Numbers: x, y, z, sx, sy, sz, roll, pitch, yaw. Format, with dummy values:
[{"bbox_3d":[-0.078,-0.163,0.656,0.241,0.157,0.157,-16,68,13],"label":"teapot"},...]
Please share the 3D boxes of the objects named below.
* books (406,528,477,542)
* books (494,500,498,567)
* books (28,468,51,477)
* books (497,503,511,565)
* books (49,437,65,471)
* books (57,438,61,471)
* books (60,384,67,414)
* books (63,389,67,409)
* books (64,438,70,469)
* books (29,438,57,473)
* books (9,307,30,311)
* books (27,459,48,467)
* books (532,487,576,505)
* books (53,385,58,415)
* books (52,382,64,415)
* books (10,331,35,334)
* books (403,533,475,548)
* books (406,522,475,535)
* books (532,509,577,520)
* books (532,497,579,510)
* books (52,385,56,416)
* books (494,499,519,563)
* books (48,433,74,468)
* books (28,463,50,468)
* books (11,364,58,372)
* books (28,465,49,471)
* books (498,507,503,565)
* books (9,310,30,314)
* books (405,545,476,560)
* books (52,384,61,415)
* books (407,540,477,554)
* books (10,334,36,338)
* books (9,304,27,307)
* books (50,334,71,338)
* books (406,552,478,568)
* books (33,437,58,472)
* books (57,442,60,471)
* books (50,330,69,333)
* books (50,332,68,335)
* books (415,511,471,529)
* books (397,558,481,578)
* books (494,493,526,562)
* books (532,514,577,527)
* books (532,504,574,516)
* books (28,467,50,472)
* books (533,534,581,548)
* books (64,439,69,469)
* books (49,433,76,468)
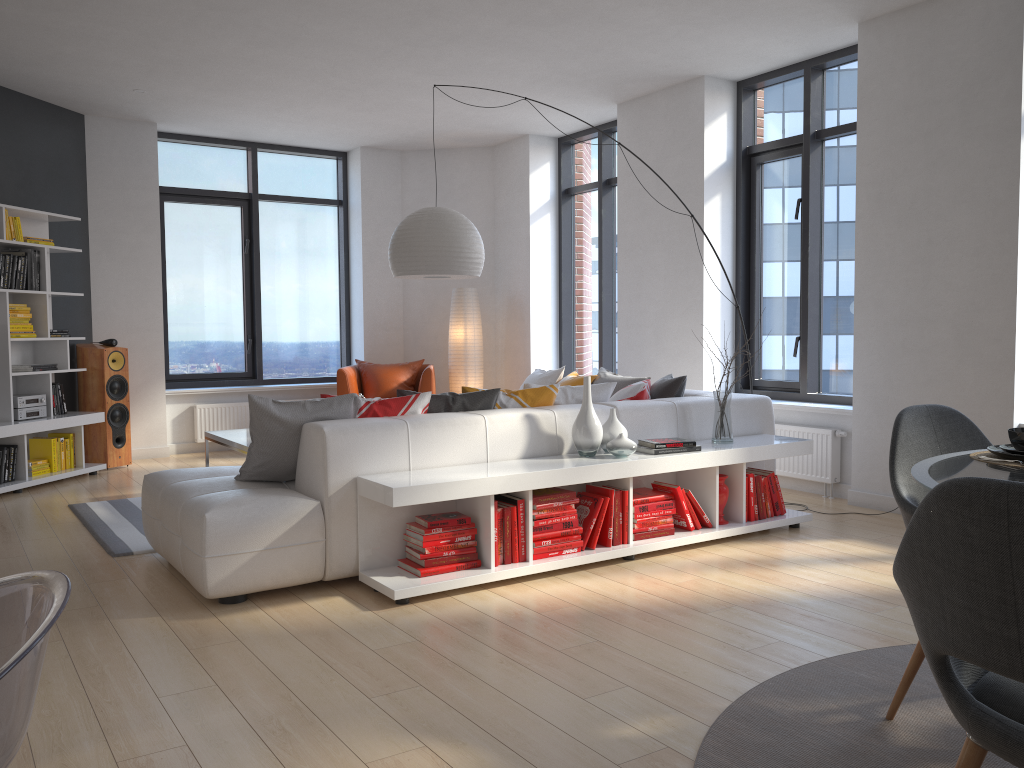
[{"bbox_3d":[-0.315,0.656,3.949,0.269,0.028,0.179,-3,4,-32],"label":"books"},{"bbox_3d":[-0.130,0.663,4.016,0.036,0.294,0.208,-3,4,-33],"label":"books"},{"bbox_3d":[-3.590,0.662,6.646,0.147,0.033,0.190,0,4,12],"label":"books"},{"bbox_3d":[-0.074,0.676,4.057,0.034,0.259,0.207,-3,4,-33],"label":"books"},{"bbox_3d":[-3.552,0.540,6.853,0.185,0.250,0.035,0,4,12],"label":"books"},{"bbox_3d":[-3.560,0.541,6.827,0.180,0.251,0.019,0,4,12],"label":"books"},{"bbox_3d":[-3.596,0.119,6.963,0.177,0.242,0.066,0,4,12],"label":"books"},{"bbox_3d":[-3.620,0.120,7.003,0.179,0.233,0.077,0,4,12],"label":"books"},{"bbox_3d":[-3.538,0.543,6.932,0.172,0.234,0.024,0,4,12],"label":"books"},{"bbox_3d":[-3.574,0.543,6.758,0.198,0.255,0.044,0,4,12],"label":"books"},{"bbox_3d":[-3.727,-0.557,6.578,0.163,0.023,0.223,1,4,16],"label":"books"},{"bbox_3d":[-3.603,0.590,6.642,0.138,0.026,0.186,0,4,12],"label":"books"},{"bbox_3d":[0.137,0.526,4.188,0.259,0.034,0.206,-3,4,-36],"label":"books"},{"bbox_3d":[-3.616,0.127,6.885,0.170,0.236,0.049,0,4,12],"label":"books"},{"bbox_3d":[-3.610,0.115,6.935,0.193,0.255,0.066,0,4,11],"label":"books"},{"bbox_3d":[-3.716,-0.381,6.573,0.203,0.024,0.257,0,4,15],"label":"books"},{"bbox_3d":[-0.326,0.683,3.963,0.261,0.028,0.191,-3,4,-33],"label":"books"},{"bbox_3d":[-0.319,0.631,3.949,0.254,0.025,0.178,-3,4,-34],"label":"books"},{"bbox_3d":[0.158,0.604,4.194,0.236,0.023,0.178,-3,4,-33],"label":"books"},{"bbox_3d":[0.157,0.555,4.193,0.266,0.026,0.187,-3,4,-39],"label":"books"},{"bbox_3d":[-3.628,0.127,6.863,0.189,0.240,0.053,0,4,12],"label":"books"},{"bbox_3d":[-0.037,0.674,4.070,0.042,0.259,0.195,-3,4,-33],"label":"books"},{"bbox_3d":[-3.538,0.524,6.960,0.204,0.270,0.029,0,4,12],"label":"books"},{"bbox_3d":[-3.590,0.610,6.644,0.134,0.014,0.187,0,4,12],"label":"books"},{"bbox_3d":[-3.672,-0.125,6.761,0.250,0.047,0.310,0,3,7],"label":"books"},{"bbox_3d":[-3.576,0.626,6.636,0.113,0.018,0.169,0,4,13],"label":"books"},{"bbox_3d":[-0.102,0.678,4.038,0.031,0.255,0.181,-3,4,-33],"label":"books"},{"bbox_3d":[-3.732,-0.534,6.572,0.160,0.022,0.227,1,4,27],"label":"books"},{"bbox_3d":[-0.318,0.735,3.943,0.266,0.026,0.187,-2,4,-28],"label":"books"},{"bbox_3d":[-3.604,0.122,6.905,0.169,0.242,0.050,0,4,11],"label":"books"},{"bbox_3d":[-0.314,0.709,3.953,0.257,0.025,0.182,-3,4,-33],"label":"books"},{"bbox_3d":[-3.707,-0.355,6.576,0.194,0.028,0.257,1,4,17],"label":"books"},{"bbox_3d":[-3.751,-0.580,6.572,0.163,0.023,0.223,1,4,16],"label":"books"},{"bbox_3d":[-3.590,-0.375,6.925,0.161,0.023,0.213,0,4,15],"label":"books"},{"bbox_3d":[-0.315,0.764,3.957,0.259,0.034,0.206,-2,4,-30],"label":"books"},{"bbox_3d":[-3.570,0.539,6.789,0.199,0.263,0.015,0,4,12],"label":"books"},{"bbox_3d":[-3.546,0.555,6.803,0.156,0.229,0.024,0,4,12],"label":"books"},{"bbox_3d":[-3.608,-0.413,6.927,0.161,0.023,0.213,0,4,15],"label":"books"},{"bbox_3d":[-3.593,-0.394,6.923,0.142,0.015,0.198,0,4,10],"label":"books"},{"bbox_3d":[-0.307,0.604,3.944,0.206,0.029,0.152,-2,4,-27],"label":"books"},{"bbox_3d":[-0.324,0.798,3.943,0.301,0.032,0.227,-3,4,-33],"label":"books"},{"bbox_3d":[-0.011,0.657,4.092,0.049,0.291,0.214,-3,4,-33],"label":"books"},{"bbox_3d":[0.148,0.629,4.195,0.261,0.027,0.191,-3,4,-37],"label":"books"},{"bbox_3d":[0.138,0.581,4.189,0.257,0.025,0.182,-3,4,-33],"label":"books"},{"bbox_3d":[-3.594,0.639,6.646,0.148,0.011,0.196,0,4,12],"label":"books"},{"bbox_3d":[0.164,0.726,4.185,0.266,0.026,0.187,-3,4,-34],"label":"books"},{"bbox_3d":[-3.540,0.544,6.905,0.172,0.234,0.024,0,4,12],"label":"books"},{"bbox_3d":[-3.541,0.522,6.988,0.213,0.270,0.025,0,4,12],"label":"books"}]
